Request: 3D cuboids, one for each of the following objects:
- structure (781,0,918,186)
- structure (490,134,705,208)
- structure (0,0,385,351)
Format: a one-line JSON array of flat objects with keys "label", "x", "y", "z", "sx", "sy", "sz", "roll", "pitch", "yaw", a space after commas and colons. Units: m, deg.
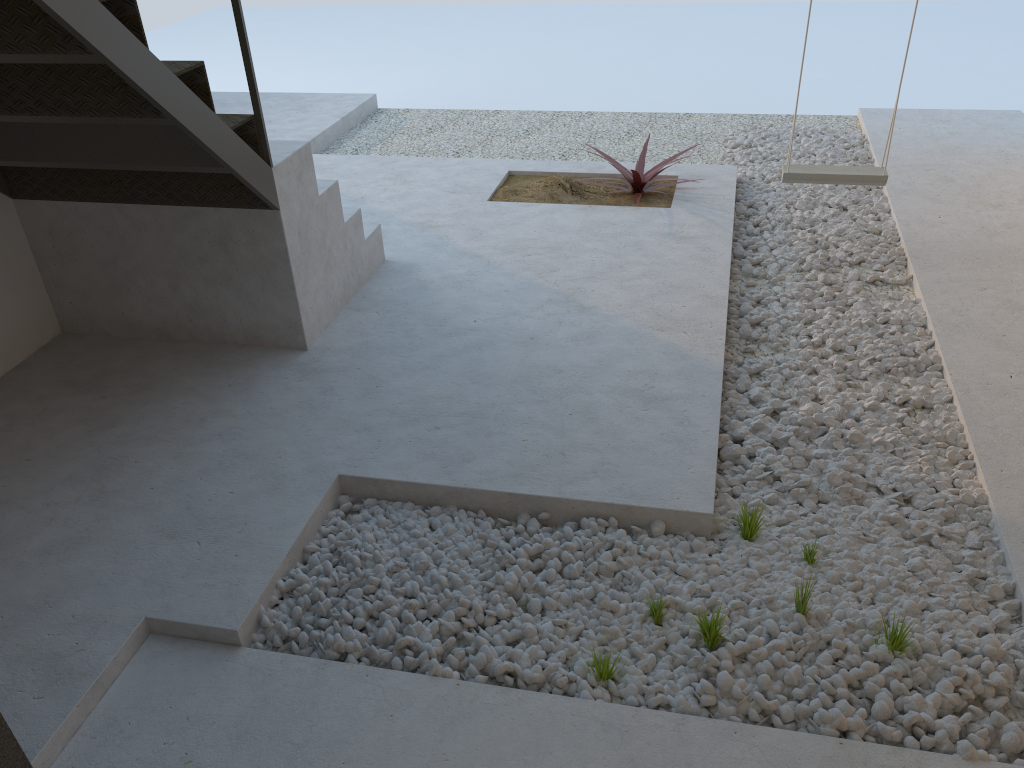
[{"label": "structure", "x": 1.469, "y": -1.752, "z": 3.612, "sx": 0.461, "sy": 1.951, "sz": 0.123, "roll": 5, "pitch": 35, "yaw": 12}, {"label": "structure", "x": 0.484, "y": -1.177, "z": 5.008, "sx": 1.201, "sy": 0.305, "sz": 0.715, "roll": 5, "pitch": 33, "yaw": 12}, {"label": "structure", "x": -1.989, "y": -0.718, "z": 0.704, "sx": 1.156, "sy": 4.127, "sz": 6.274, "roll": 6, "pitch": 34, "yaw": 12}]
